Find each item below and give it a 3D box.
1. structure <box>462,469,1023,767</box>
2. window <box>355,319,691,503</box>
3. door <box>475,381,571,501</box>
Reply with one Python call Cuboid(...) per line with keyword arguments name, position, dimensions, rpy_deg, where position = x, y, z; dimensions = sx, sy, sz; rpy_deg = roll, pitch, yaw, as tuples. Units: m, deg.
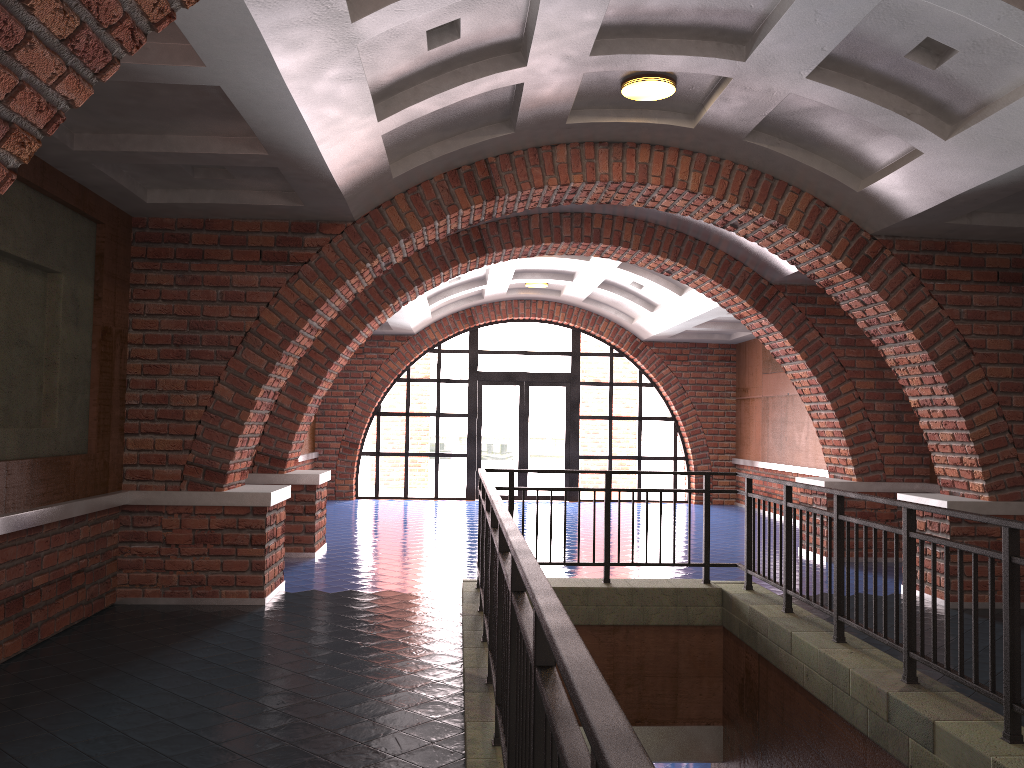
Cuboid(name="structure", position=(1.105, 3.318, 1.992), dimensions=(2.464, 5.665, 11.176), rpy_deg=(1, -3, -3))
Cuboid(name="window", position=(0.278, 0.492, 16.645), dimensions=(6.353, 3.471, 0.100), rpy_deg=(1, -3, -3))
Cuboid(name="door", position=(0.214, 1.059, 16.622), dimensions=(1.754, 2.236, 0.040), rpy_deg=(1, -3, -3))
